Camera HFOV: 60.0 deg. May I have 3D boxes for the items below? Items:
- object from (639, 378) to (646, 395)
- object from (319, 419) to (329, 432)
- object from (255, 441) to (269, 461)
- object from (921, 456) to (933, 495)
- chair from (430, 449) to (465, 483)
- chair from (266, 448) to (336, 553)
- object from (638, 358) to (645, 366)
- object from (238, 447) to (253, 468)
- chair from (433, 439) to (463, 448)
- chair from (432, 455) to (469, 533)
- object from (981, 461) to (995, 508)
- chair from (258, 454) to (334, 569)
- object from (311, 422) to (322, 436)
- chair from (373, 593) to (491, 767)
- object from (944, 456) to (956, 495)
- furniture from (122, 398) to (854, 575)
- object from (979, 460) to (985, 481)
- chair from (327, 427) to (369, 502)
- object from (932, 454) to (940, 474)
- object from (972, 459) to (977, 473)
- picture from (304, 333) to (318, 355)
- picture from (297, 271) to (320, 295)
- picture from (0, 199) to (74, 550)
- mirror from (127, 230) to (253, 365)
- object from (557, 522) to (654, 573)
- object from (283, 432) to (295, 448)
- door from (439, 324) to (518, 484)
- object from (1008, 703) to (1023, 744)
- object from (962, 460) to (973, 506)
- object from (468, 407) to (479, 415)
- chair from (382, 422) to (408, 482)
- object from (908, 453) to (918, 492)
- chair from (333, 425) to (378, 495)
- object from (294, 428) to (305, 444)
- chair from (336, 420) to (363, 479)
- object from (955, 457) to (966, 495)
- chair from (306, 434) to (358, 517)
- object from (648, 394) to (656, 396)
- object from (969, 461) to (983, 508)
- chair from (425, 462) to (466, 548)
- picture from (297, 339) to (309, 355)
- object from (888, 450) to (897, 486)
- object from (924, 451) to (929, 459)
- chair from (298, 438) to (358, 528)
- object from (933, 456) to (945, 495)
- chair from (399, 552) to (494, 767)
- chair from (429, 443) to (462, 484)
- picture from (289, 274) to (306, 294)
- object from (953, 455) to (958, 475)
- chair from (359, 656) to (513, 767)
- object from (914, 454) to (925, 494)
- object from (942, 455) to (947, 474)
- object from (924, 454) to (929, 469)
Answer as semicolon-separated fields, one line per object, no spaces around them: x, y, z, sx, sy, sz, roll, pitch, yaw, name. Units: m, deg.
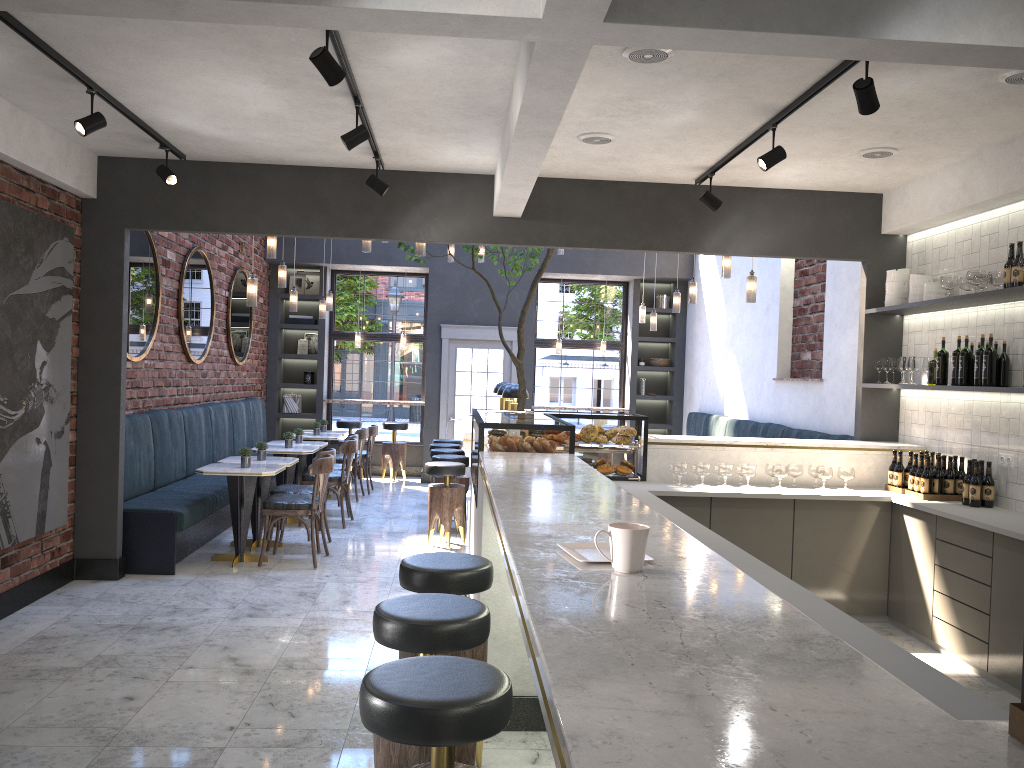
1.921;0.042;13.040;0.098;0.248;0.098;3;1;36;object
-2.380;0.526;11.211;0.118;0.165;0.122;1;1;-26;object
-2.151;0.572;7.619;0.118;0.165;0.122;1;1;-26;object
2.646;0.596;5.651;0.070;0.279;0.069;2;1;-17;object
-0.693;1.067;9.423;0.372;0.737;0.370;3;1;40;chair
-1.805;0.989;7.680;0.521;0.851;0.538;2;1;-2;chair
1.907;-0.322;13.076;0.116;0.119;0.117;1;1;-27;object
-2.114;0.580;7.038;0.118;0.165;0.122;1;1;-26;object
-0.793;1.048;10.822;0.372;0.737;0.370;3;1;40;chair
-0.615;1.077;8.727;0.372;0.737;0.370;2;1;24;chair
2.889;0.610;5.380;0.069;0.279;0.070;2;1;18;object
-1.708;0.998;7.107;0.521;0.851;0.538;2;1;-2;chair
-2.343;0.533;10.631;0.118;0.165;0.122;1;1;-26;object
-0.265;1.111;2.813;0.370;0.821;0.372;2;1;6;chair
2.795;0.601;5.663;0.070;0.279;0.069;1;2;-42;object
-0.289;0.874;9.322;6.021;1.151;5.340;2;1;-4;furniture
2.884;0.609;5.454;0.070;0.279;0.069;1;1;-27;object
-2.001;0.950;10.655;0.521;0.851;0.538;2;1;-2;chair
2.786;0.599;5.809;0.070;0.279;0.069;1;1;-27;object
2.878;0.608;5.528;0.070;0.279;0.069;3;1;28;object
-2.920;-0.584;12.958;0.247;0.326;0.044;2;1;-4;picture
-2.957;-1.460;12.926;0.361;0.369;0.055;2;1;-4;picture
-2.937;-0.035;4.645;0.033;2.028;2.820;2;1;-4;picture
-3.193;-0.960;9.048;0.036;1.510;4.772;2;1;-4;mirror
0.223;0.348;1.990;0.176;0.097;0.301;2;1;-12;object
-2.230;0.556;8.855;0.118;0.165;0.122;1;1;-26;object
-0.469;0.300;12.416;1.132;2.219;0.152;2;1;-4;door
0.716;0.405;0.912;0.231;0.038;0.307;2;1;-4;object
2.809;0.606;5.449;0.070;0.279;0.069;2;1;3;object
-0.443;0.330;10.724;0.176;0.098;0.204;2;1;2;object
-1.673;0.957;12.615;0.372;0.821;0.370;1;1;-41;chair
2.636;0.594;5.801;0.070;0.279;0.069;1;2;-42;object
-1.969;0.945;11.238;0.521;0.851;0.497;2;1;-5;chair
-2.267;0.549;9.436;0.118;0.165;0.122;1;1;-26;object
-2.319;0.936;12.596;0.370;0.821;0.371;1;1;-41;chair
2.871;0.604;5.666;0.069;0.279;0.070;2;1;18;object
-1.924;0.965;9.509;0.521;0.851;0.538;2;1;-10;chair
2.055;0.158;13.023;0.130;0.026;0.130;2;1;-21;object
2.813;0.607;5.376;0.070;0.279;0.069;1;2;-42;object
-0.614;1.085;8.022;0.372;0.737;0.370;3;1;40;chair
-3.048;-0.538;12.925;0.161;0.227;0.049;2;1;-3;picture
2.619;0.591;6.076;0.070;0.279;0.069;1;2;-42;object
2.842;0.598;6.090;0.070;0.279;0.069;3;1;28;object
-1.821;0.975;8.883;0.521;0.851;0.538;2;1;-2;chair
2.721;0.599;5.656;0.070;0.279;0.069;2;1;-2;object
-0.271;1.103;3.500;0.372;0.821;0.370;1;1;-41;chair
-0.767;1.057;10.112;0.370;0.737;0.372;2;1;-13;chair
-3.120;-1.440;12.881;0.230;0.313;0.061;2;1;-4;picture
2.866;0.603;5.741;0.070;0.279;0.069;1;1;-27;object
-0.194;1.120;2.161;0.372;0.821;0.370;3;1;40;chair
2.642;0.595;5.726;0.070;0.279;0.069;1;1;-27;object
2.791;0.600;5.736;0.070;0.279;0.069;2;1;3;object
2.712;0.597;5.806;0.070;0.279;0.069;2;1;-2;object
